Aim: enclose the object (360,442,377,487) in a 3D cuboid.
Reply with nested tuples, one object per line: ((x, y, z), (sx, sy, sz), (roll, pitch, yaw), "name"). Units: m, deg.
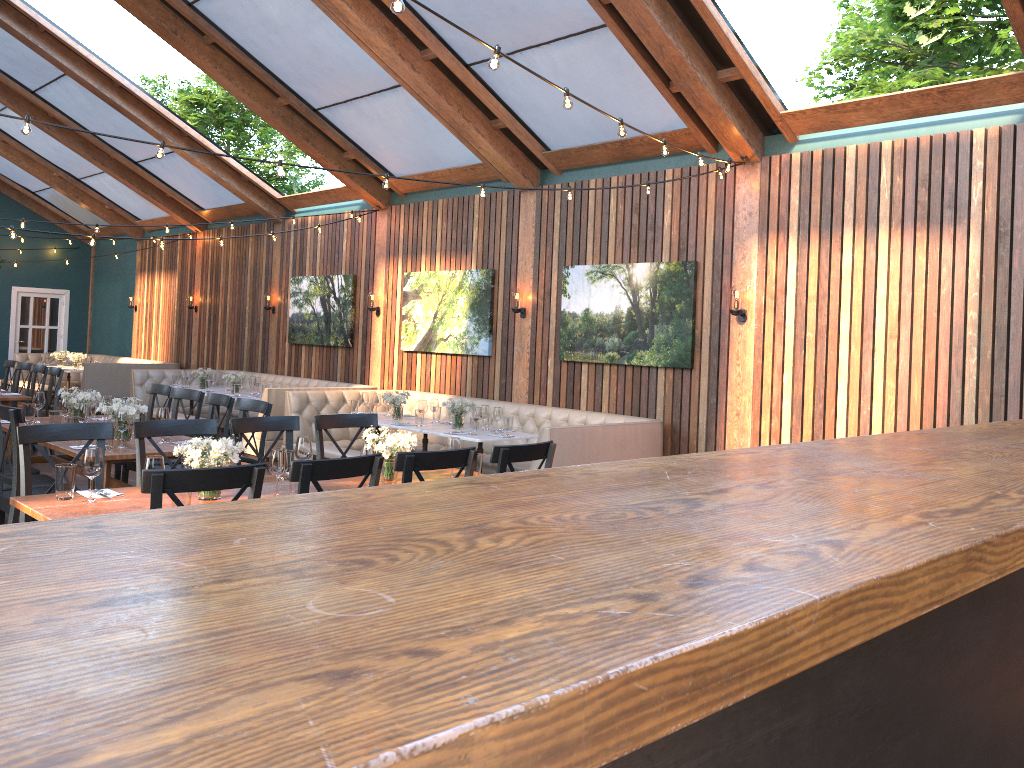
((-0.756, 0.433, 4.651), (0.092, 0.245, 0.092), (2, 0, -2), "object")

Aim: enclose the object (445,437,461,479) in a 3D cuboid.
((-0.339, 0.430, 5.064), (0.092, 0.245, 0.092), (2, 0, -2), "object")

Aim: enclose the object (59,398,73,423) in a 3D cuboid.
((-3.334, 0.226, 6.605), (0.092, 0.245, 0.092), (2, 0, -2), "object")

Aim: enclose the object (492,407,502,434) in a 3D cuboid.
((-0.139, 0.337, 8.176), (0.092, 0.245, 0.092), (2, 0, -2), "object")

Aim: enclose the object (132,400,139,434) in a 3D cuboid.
((-2.823, 0.247, 6.585), (0.092, 0.245, 0.092), (2, 0, -2), "object")

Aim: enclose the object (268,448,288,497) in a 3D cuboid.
((-1.134, 0.436, 4.285), (0.092, 0.245, 0.092), (2, 0, -2), "object")

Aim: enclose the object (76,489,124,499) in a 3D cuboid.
((-1.949, 0.519, 4.202), (0.157, 0.019, 0.255), (0, 4, -44), "object")

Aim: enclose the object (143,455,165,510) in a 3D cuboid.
((-1.568, 0.439, 3.867), (0.092, 0.245, 0.092), (2, 0, -2), "object")

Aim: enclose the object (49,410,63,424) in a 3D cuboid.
((-3.354, 0.274, 6.497), (0.091, 0.158, 0.092), (2, 0, -18), "object")

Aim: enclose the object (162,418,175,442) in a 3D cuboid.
((-2.433, 0.324, 6.247), (0.091, 0.158, 0.092), (2, 0, -18), "object")

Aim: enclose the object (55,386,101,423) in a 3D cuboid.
((-3.404, 0.170, 6.966), (0.329, 0.310, 0.336), (2, 1, -10), "object")

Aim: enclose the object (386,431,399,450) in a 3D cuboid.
((-0.706, 0.406, 5.221), (0.092, 0.245, 0.092), (2, 0, -2), "object")

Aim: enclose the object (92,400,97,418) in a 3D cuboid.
((-3.574, 0.211, 7.511), (0.092, 0.158, 0.092), (2, 0, -8), "object")

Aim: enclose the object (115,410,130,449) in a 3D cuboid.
((-2.561, 0.298, 5.812), (0.092, 0.245, 0.092), (2, 0, -2), "object")

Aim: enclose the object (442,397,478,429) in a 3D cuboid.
((-0.514, 0.273, 8.479), (0.336, 0.310, 0.329), (3, 1, 20), "object")

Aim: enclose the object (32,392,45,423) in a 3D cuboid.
((-3.763, 0.185, 7.032), (0.092, 0.245, 0.092), (2, 0, 4), "object")

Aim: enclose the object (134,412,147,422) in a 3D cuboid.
((-2.818, 0.284, 6.702), (0.091, 0.158, 0.092), (2, 0, -18), "object")

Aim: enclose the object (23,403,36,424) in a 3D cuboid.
((-3.771, 0.233, 6.911), (0.092, 0.158, 0.092), (2, 0, 2), "object")

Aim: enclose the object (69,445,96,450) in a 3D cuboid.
((-2.734, 0.405, 5.771), (0.255, 0.019, 0.158), (0, 4, -44), "object")

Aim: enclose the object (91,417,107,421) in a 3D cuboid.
((-3.431, 0.291, 7.429), (0.255, 0.019, 0.158), (0, 4, -44), "object")

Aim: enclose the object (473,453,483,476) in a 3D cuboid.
((-0.217, 0.479, 5.054), (0.091, 0.158, 0.092), (2, 0, -18), "object")

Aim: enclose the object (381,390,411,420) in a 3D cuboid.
((-1.191, 0.210, 9.150), (0.328, 0.310, 0.336), (2, 1, -22), "object")

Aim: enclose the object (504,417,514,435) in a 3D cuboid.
((-0.033, 0.385, 8.157), (0.092, 0.158, 0.091), (2, 0, 32), "object")

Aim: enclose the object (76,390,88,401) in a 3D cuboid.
((-3.587, 0.174, 7.381), (0.092, 0.245, 0.092), (2, 0, 4), "object")

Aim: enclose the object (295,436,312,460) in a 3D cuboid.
((-1.136, 0.409, 4.816), (0.092, 0.245, 0.092), (2, 0, -2), "object")

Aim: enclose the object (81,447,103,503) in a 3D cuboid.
((-1.919, 0.415, 4.040), (0.092, 0.245, 0.092), (2, 0, -2), "object")

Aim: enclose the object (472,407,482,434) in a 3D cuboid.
((-0.319, 0.334, 8.090), (0.092, 0.245, 0.092), (2, 0, -2), "object")

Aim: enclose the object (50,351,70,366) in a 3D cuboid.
((-8.554, -0.490, 16.767), (0.329, 0.310, 0.336), (3, 1, 11), "object")

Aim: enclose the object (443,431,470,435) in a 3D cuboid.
((-0.487, 0.441, 8.061), (0.255, 0.019, 0.158), (0, 4, -44), "object")

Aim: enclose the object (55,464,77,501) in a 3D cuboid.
((-2.051, 0.451, 4.063), (0.091, 0.158, 0.092), (2, 0, -18), "object")

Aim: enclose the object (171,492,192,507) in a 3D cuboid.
((-1.440, 0.488, 3.856), (0.091, 0.158, 0.092), (2, 0, -18), "object")

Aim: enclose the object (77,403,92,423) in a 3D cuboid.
((-2.997, 0.259, 6.202), (0.092, 0.245, 0.092), (2, 0, -2), "object")

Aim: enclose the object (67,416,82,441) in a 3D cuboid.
((-3.017, 0.307, 6.094), (0.091, 0.158, 0.092), (2, 0, -18), "object")

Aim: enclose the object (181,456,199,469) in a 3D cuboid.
((-1.625, 0.449, 4.464), (0.091, 0.158, 0.092), (2, 0, -18), "object")

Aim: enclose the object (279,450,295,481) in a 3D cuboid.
((-1.240, 0.446, 4.846), (0.091, 0.158, 0.092), (2, 0, -18), "object")

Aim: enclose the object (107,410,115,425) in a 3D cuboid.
((-3.188, 0.250, 7.063), (0.091, 0.158, 0.092), (2, 0, -18), "object")

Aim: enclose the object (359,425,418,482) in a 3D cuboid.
((-0.681, 0.388, 4.961), (0.329, 0.310, 0.336), (3, 1, 11), "object")

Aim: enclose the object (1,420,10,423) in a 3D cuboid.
((-3.927, 0.292, 6.998), (0.255, 0.019, 0.158), (0, 4, -44), "object")

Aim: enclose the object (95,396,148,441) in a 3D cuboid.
((-2.709, 0.240, 6.176), (0.336, 0.310, 0.329), (3, 1, 13), "object")

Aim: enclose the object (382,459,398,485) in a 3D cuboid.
((-0.643, 0.482, 4.642), (0.091, 0.158, 0.092), (2, 0, -18), "object")

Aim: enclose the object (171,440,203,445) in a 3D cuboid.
((-2.268, 0.405, 6.169), (0.255, 0.019, 0.158), (0, 4, -44), "object")

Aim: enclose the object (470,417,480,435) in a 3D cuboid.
((-0.338, 0.381, 7.982), (0.092, 0.158, 0.091), (2, 0, 32), "object")

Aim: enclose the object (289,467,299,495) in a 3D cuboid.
((-1.035, 0.484, 4.278), (0.091, 0.158, 0.092), (2, 0, -18), "object")

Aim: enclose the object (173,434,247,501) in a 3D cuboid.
((-1.450, 0.392, 4.243), (0.336, 0.310, 0.329), (2, 1, -11), "object")

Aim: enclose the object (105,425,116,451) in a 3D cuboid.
((-2.599, 0.345, 5.690), (0.091, 0.158, 0.092), (2, 0, -18), "object")

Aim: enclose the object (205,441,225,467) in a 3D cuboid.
((-1.495, 0.412, 4.449), (0.092, 0.245, 0.092), (2, 0, -2), "object")

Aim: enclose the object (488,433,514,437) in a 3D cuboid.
((-0.116, 0.459, 8.010), (0.157, 0.019, 0.255), (0, 4, -44), "object")

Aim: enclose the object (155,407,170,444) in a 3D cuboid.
((-2.427, 0.287, 6.139), (0.092, 0.245, 0.092), (2, 0, -2), "object")

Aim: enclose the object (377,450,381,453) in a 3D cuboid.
((-0.821, 0.442, 5.258), (0.091, 0.158, 0.092), (2, 0, -18), "object")

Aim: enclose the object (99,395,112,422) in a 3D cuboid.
((-3.193, 0.213, 6.942), (0.092, 0.245, 0.092), (2, 0, -2), "object")
